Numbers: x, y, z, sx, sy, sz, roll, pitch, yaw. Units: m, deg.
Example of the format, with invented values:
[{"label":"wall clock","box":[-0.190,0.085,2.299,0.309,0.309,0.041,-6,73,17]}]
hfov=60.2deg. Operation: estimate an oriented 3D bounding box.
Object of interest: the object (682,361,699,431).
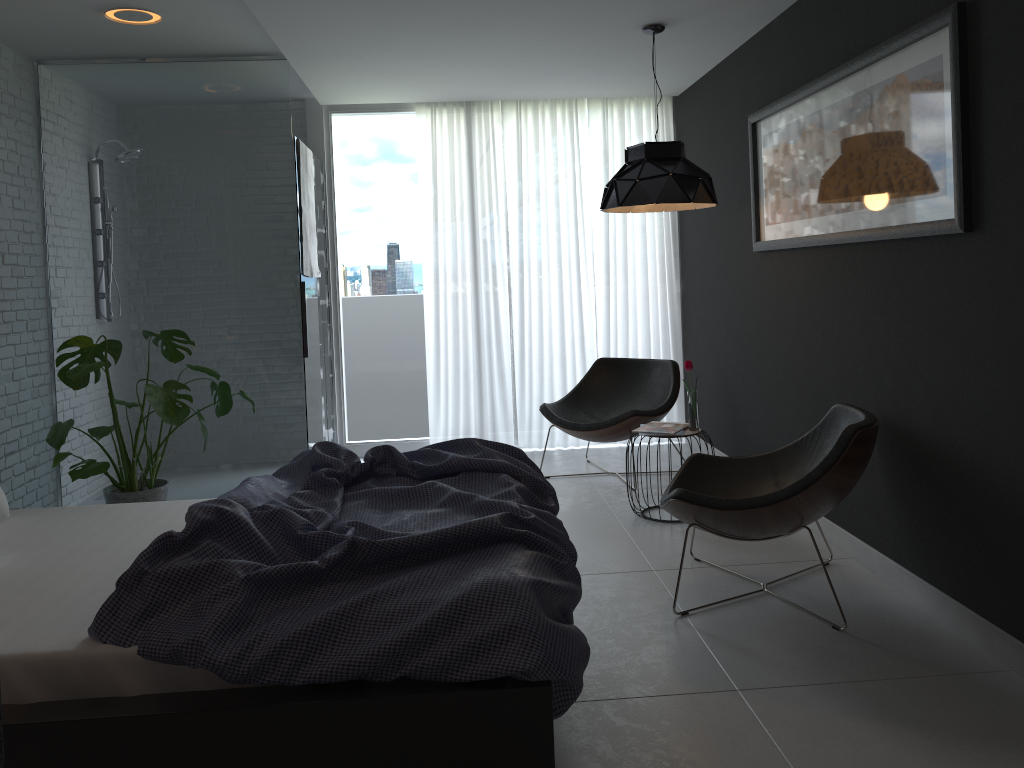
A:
[{"label":"object","box":[0.908,0.059,4.474,0.066,0.355,0.077,-1,2,28]}]

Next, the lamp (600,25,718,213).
[{"label":"lamp","box":[0.729,-1.340,4.460,0.582,0.900,0.611,-1,4,14]}]

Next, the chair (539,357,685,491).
[{"label":"chair","box":[0.630,0.214,5.485,0.790,0.689,0.818,2,6,39]}]

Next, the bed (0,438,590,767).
[{"label":"bed","box":[-1.118,-0.057,2.702,2.608,2.037,2.571,-3,5,-4]}]

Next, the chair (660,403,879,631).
[{"label":"chair","box":[0.985,0.453,3.409,0.813,0.689,0.794,-1,5,17]}]

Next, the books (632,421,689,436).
[{"label":"books","box":[-2.764,0.749,2.858,8.255,0.371,0.406,-5,6,-25]}]

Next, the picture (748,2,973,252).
[{"label":"picture","box":[1.358,-0.956,3.756,0.041,0.719,1.960,-2,6,-4]}]

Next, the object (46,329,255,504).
[{"label":"object","box":[-1.811,0.254,4.462,0.851,1.045,0.995,-1,4,14]}]

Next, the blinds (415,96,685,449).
[{"label":"blinds","box":[0.286,-0.887,6.292,1.853,2.691,0.137,-2,2,-4]}]

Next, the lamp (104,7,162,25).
[{"label":"lamp","box":[-3.199,-1.317,1.443,9.598,0.084,5.371,-4,7,-18]}]

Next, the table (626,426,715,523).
[{"label":"table","box":[0.812,0.453,4.524,0.452,0.434,0.452,-4,5,-26]}]
